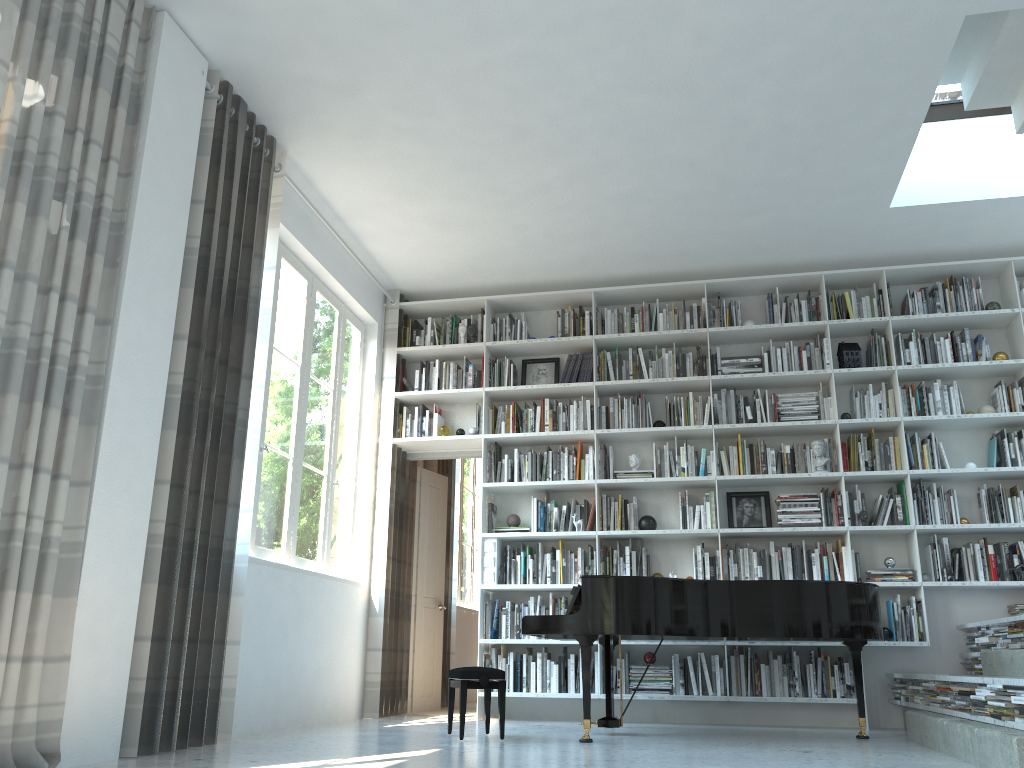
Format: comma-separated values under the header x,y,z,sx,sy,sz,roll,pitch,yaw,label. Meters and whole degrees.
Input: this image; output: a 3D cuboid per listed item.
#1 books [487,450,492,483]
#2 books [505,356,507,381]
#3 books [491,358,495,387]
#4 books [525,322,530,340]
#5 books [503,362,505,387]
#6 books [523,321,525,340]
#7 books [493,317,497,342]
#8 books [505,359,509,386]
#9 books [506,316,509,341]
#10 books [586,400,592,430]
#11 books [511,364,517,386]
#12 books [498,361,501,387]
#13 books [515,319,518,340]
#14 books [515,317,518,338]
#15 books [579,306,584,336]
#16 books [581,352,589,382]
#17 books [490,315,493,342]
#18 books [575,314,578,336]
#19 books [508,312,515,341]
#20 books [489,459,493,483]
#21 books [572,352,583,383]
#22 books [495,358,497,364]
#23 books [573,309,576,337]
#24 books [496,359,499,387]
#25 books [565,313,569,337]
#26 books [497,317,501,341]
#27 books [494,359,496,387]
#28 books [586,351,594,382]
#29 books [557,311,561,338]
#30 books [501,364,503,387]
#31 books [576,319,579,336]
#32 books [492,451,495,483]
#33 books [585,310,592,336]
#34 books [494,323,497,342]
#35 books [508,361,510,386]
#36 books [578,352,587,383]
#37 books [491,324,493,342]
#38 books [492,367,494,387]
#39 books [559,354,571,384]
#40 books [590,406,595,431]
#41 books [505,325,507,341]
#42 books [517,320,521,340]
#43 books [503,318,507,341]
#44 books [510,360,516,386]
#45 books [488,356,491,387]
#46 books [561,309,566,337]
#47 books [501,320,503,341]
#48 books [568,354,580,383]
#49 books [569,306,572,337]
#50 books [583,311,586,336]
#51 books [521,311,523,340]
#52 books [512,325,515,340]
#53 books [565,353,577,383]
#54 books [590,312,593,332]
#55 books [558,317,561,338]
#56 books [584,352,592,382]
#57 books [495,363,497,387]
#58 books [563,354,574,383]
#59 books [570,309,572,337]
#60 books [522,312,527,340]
x,y,z,sx,sy,sz,roll,pitch,yaw,label
-0.161,0.658,6.761,0.012,0.284,0.160,-3,-17,12,books
-0.034,-0.053,6.933,0.005,0.280,0.191,-3,-17,12,books
-0.145,-0.048,6.960,0.006,0.286,0.149,-3,-17,12,books
0.124,-0.371,7.016,0.013,0.209,0.137,-3,-17,12,books
-0.045,-0.034,6.931,0.019,0.243,0.154,-3,-17,12,books
0.109,-0.369,7.008,0.014,0.201,0.171,-3,-17,12,books
-0.131,-0.383,7.070,0.007,0.258,0.157,-3,-17,12,books
-0.023,-0.045,6.918,0.023,0.257,0.184,-3,-17,12,books
-0.020,-0.393,7.038,0.016,0.260,0.154,-3,-17,12,books
0.590,0.271,6.693,0.035,0.263,0.178,-3,-17,12,books
0.017,-0.026,6.903,0.012,0.213,0.186,-3,-17,12,books
-0.082,-0.038,6.923,0.004,0.245,0.189,-3,-17,12,books
0.053,-0.377,7.015,0.013,0.219,0.181,-3,-17,12,books
0.042,-0.390,7.031,0.013,0.252,0.129,-3,-17,12,books
0.548,-0.443,6.917,0.025,0.296,0.164,-3,-17,12,books
0.571,-0.080,6.833,0.078,0.284,0.175,-3,-17,12,books
-0.154,-0.393,7.081,0.007,0.284,0.160,-3,-17,12,books
0.511,-0.410,6.953,0.013,0.253,0.129,-3,-17,12,books
-0.001,-0.408,7.020,0.015,0.278,0.191,-3,-17,12,books
-0.145,0.690,6.737,0.026,0.208,0.155,-3,-17,12,books
0.511,-0.081,6.820,0.097,0.281,0.175,-3,-17,12,books
-0.113,-0.049,6.960,0.006,0.288,0.144,-3,-17,12,books
0.493,-0.427,6.931,0.011,0.273,0.184,-3,-17,12,books
-0.096,-0.040,6.940,0.009,0.259,0.184,-3,-17,12,books
0.438,-0.412,6.938,0.028,0.248,0.156,-3,-17,12,books
-0.092,-0.383,7.052,0.012,0.248,0.180,-3,-17,12,books
-0.119,-0.044,6.957,0.005,0.276,0.147,-3,-17,12,books
0.612,-0.088,6.806,0.078,0.284,0.175,-3,-17,12,books
0.371,-0.417,6.974,0.013,0.277,0.151,-3,-17,12,books
-0.059,-0.024,6.920,0.018,0.218,0.187,-3,-17,12,books
0.524,-0.388,6.917,0.027,0.189,0.178,-3,-18,12,books
-0.125,0.657,6.725,0.027,0.265,0.176,-3,-17,12,books
0.599,-0.422,6.911,0.031,0.253,0.179,-3,-17,12,books
-0.112,-0.361,7.058,0.032,0.209,0.159,-3,-17,12,books
-0.004,-0.040,6.921,0.011,0.249,0.168,-3,-17,12,books
0.548,-0.080,6.833,0.078,0.284,0.175,-3,-17,12,books
-0.144,-0.358,7.059,0.017,0.203,0.143,-3,-17,12,books
-0.134,-0.008,6.950,0.015,0.206,0.173,-3,-17,12,books
0.417,-0.070,6.849,0.110,0.278,0.175,-3,-17,12,books
0.621,0.291,6.653,0.039,0.201,0.236,-3,-18,12,books
-0.032,-0.355,7.043,0.014,0.192,0.147,-3,-17,12,books
0.068,-0.378,7.004,0.021,0.213,0.174,-3,-17,12,books
-0.048,-0.381,7.045,0.016,0.242,0.156,-3,-17,12,books
0.007,-0.043,6.919,0.012,0.254,0.167,-3,-17,12,books
-0.161,-0.054,6.955,0.005,0.291,0.184,-3,-17,12,books
0.413,-0.425,6.949,0.024,0.279,0.188,-3,-17,12,books
-0.063,-0.373,7.040,0.013,0.224,0.177,-3,-17,12,books
0.486,-0.071,6.844,0.110,0.278,0.175,-3,-17,12,books
0.464,-0.440,6.969,0.014,0.319,0.137,-3,-17,12,books
0.576,-0.420,6.929,0.022,0.259,0.152,-3,-17,12,books
0.086,-0.414,7.033,0.007,0.300,0.146,-3,-17,12,books
0.022,-0.357,7.019,0.026,0.182,0.162,-3,-18,12,books
0.460,-0.075,6.832,0.110,0.278,0.175,-3,-17,12,books
0.637,-0.418,6.917,0.039,0.251,0.147,-3,-17,12,books
0.388,-0.393,6.950,0.028,0.217,0.153,-3,-17,12,books
0.592,-0.082,6.824,0.078,0.284,0.175,-3,-17,12,books
-0.109,-0.025,6.935,0.009,0.228,0.185,-3,-17,12,books
0.442,-0.069,6.853,0.110,0.278,0.175,-3,-17,12,books
0.474,-0.427,6.947,0.013,0.282,0.167,-3,-17,12,books
0.099,-0.407,7.041,0.015,0.292,0.131,-3,-17,12,books
